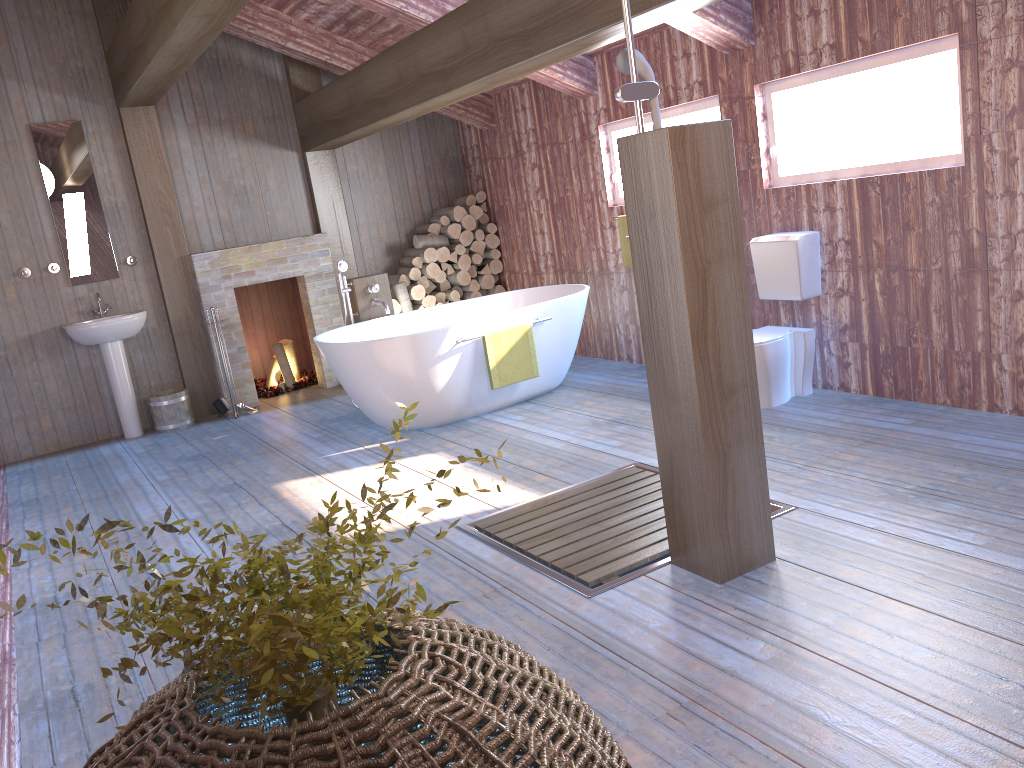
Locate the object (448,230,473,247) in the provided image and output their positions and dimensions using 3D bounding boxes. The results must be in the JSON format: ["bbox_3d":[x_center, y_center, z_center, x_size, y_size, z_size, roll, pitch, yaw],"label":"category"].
[{"bbox_3d":[-0.509,-1.307,8.037,0.143,0.151,0.440,-15,13,-27],"label":"object"}]

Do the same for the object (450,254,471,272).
[{"bbox_3d":[-0.525,-1.094,8.052,0.136,0.157,0.439,-15,13,-27],"label":"object"}]

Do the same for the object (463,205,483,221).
[{"bbox_3d":[-0.426,-1.549,8.080,0.133,0.142,0.456,-15,13,-27],"label":"object"}]

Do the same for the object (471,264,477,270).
[{"bbox_3d":[-0.388,-1.066,8.120,0.065,0.069,0.177,-16,13,-29],"label":"object"}]

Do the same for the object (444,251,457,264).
[{"bbox_3d":[-0.627,-1.123,7.985,0.109,0.124,0.424,-16,13,-28],"label":"object"}]

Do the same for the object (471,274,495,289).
[{"bbox_3d":[-0.328,-0.942,8.193,0.137,0.133,0.437,-16,14,-30],"label":"object"}]

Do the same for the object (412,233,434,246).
[{"bbox_3d":[-0.792,-1.284,7.986,0.113,0.130,0.291,-15,13,-27],"label":"object"}]

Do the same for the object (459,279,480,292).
[{"bbox_3d":[-0.417,-0.900,8.109,0.114,0.113,0.301,-16,14,-30],"label":"object"}]

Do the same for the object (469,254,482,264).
[{"bbox_3d":[-0.418,-1.144,8.106,0.102,0.109,0.438,-15,13,-27],"label":"object"}]

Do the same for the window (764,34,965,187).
[{"bbox_3d":[1.797,-1.367,4.578,0.054,0.587,1.255,-15,13,-27],"label":"window"}]

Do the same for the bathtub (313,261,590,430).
[{"bbox_3d":[-0.355,-0.385,6.034,1.935,1.109,1.460,-10,12,-6],"label":"bathtub"}]

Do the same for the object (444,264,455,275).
[{"bbox_3d":[-0.613,-1.037,8.012,0.085,0.096,0.280,-15,13,-27],"label":"object"}]

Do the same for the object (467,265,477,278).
[{"bbox_3d":[-0.442,-1.024,8.092,0.111,0.118,0.302,-16,13,-29],"label":"object"}]

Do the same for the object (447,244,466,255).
[{"bbox_3d":[-0.562,-1.212,8.012,0.102,0.109,0.438,-15,13,-27],"label":"object"}]

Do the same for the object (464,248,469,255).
[{"bbox_3d":[-0.482,-1.182,8.042,0.095,0.090,0.278,-15,13,-26],"label":"object"}]

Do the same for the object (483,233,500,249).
[{"bbox_3d":[-0.281,-1.313,8.172,0.147,0.152,0.439,-15,13,-27],"label":"object"}]

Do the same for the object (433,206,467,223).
[{"bbox_3d":[-0.564,-1.526,8.001,0.135,0.139,0.456,-15,13,-27],"label":"object"}]

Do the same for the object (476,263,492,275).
[{"bbox_3d":[-0.341,-1.055,8.164,0.115,0.112,0.423,-15,13,-27],"label":"object"}]

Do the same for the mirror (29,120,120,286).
[{"bbox_3d":[-3.293,-1.362,6.698,0.350,1.199,0.009,-15,13,-28],"label":"mirror"}]

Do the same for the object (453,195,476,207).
[{"bbox_3d":[-0.432,-1.650,8.082,0.104,0.121,0.270,-15,13,-27],"label":"object"}]

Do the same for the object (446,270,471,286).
[{"bbox_3d":[-0.542,-0.963,8.057,0.141,0.143,0.437,-16,14,-30],"label":"object"}]

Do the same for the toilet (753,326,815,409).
[{"bbox_3d":[1.393,-0.085,4.996,0.534,0.400,0.375,-15,13,-27],"label":"toilet"}]

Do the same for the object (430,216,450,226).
[{"bbox_3d":[-0.644,-1.456,7.929,0.094,0.097,0.227,-15,13,-27],"label":"object"}]

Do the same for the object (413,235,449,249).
[{"bbox_3d":[-0.715,-1.253,7.805,0.302,0.157,0.121,-15,13,-27],"label":"object"}]

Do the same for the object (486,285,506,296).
[{"bbox_3d":[-0.228,-0.857,8.277,0.139,0.137,0.455,-16,14,-30],"label":"object"}]

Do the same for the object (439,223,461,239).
[{"bbox_3d":[-0.615,-1.372,7.988,0.139,0.148,0.458,-15,13,-27],"label":"object"}]

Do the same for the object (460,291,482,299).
[{"bbox_3d":[-0.396,-0.796,8.128,0.116,0.117,0.289,-16,14,-30],"label":"object"}]

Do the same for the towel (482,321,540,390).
[{"bbox_3d":[-0.002,-0.181,5.598,0.370,0.361,0.032,-16,14,-31],"label":"towel"}]

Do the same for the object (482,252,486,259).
[{"bbox_3d":[-0.328,-1.190,8.207,0.088,0.092,0.280,-15,13,-27],"label":"object"}]

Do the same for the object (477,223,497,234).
[{"bbox_3d":[-0.286,-1.425,8.152,0.102,0.109,0.438,-15,13,-27],"label":"object"}]

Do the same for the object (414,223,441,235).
[{"bbox_3d":[-0.760,-1.379,7.995,0.140,0.121,0.319,-15,13,-26],"label":"object"}]

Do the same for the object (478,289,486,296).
[{"bbox_3d":[-0.365,-0.836,8.291,0.118,0.106,0.319,-16,14,-30],"label":"object"}]

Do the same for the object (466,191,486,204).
[{"bbox_3d":[-0.346,-1.698,8.128,0.112,0.113,0.271,-15,13,-28],"label":"object"}]

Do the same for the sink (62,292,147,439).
[{"bbox_3d":[-3.008,-0.133,6.766,0.582,1.143,0.475,-16,13,-28],"label":"sink"}]

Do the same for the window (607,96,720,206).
[{"bbox_3d":[1.045,-1.529,5.920,0.054,0.587,1.255,-15,13,-27],"label":"window"}]

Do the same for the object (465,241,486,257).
[{"bbox_3d":[-0.415,-1.234,8.133,0.172,0.151,0.482,-15,13,-27],"label":"object"}]

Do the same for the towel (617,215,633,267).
[{"bbox_3d":[0.869,-0.993,6.145,0.032,0.361,0.370,-15,13,-28],"label":"towel"}]

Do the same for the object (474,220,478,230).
[{"bbox_3d":[-0.436,-1.448,8.180,0.132,0.119,0.319,-15,13,-26],"label":"object"}]

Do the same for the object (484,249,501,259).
[{"bbox_3d":[-0.253,-1.200,8.197,0.102,0.109,0.438,-15,13,-27],"label":"object"}]

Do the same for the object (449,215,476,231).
[{"bbox_3d":[-0.496,-1.448,8.028,0.141,0.143,0.437,-16,14,-30],"label":"object"}]

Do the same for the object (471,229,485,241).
[{"bbox_3d":[-0.391,-1.352,8.098,0.089,0.106,0.437,-15,13,-27],"label":"object"}]

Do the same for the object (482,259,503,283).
[{"bbox_3d":[-0.242,-1.038,8.235,0.137,0.256,0.439,-15,13,-27],"label":"object"}]
